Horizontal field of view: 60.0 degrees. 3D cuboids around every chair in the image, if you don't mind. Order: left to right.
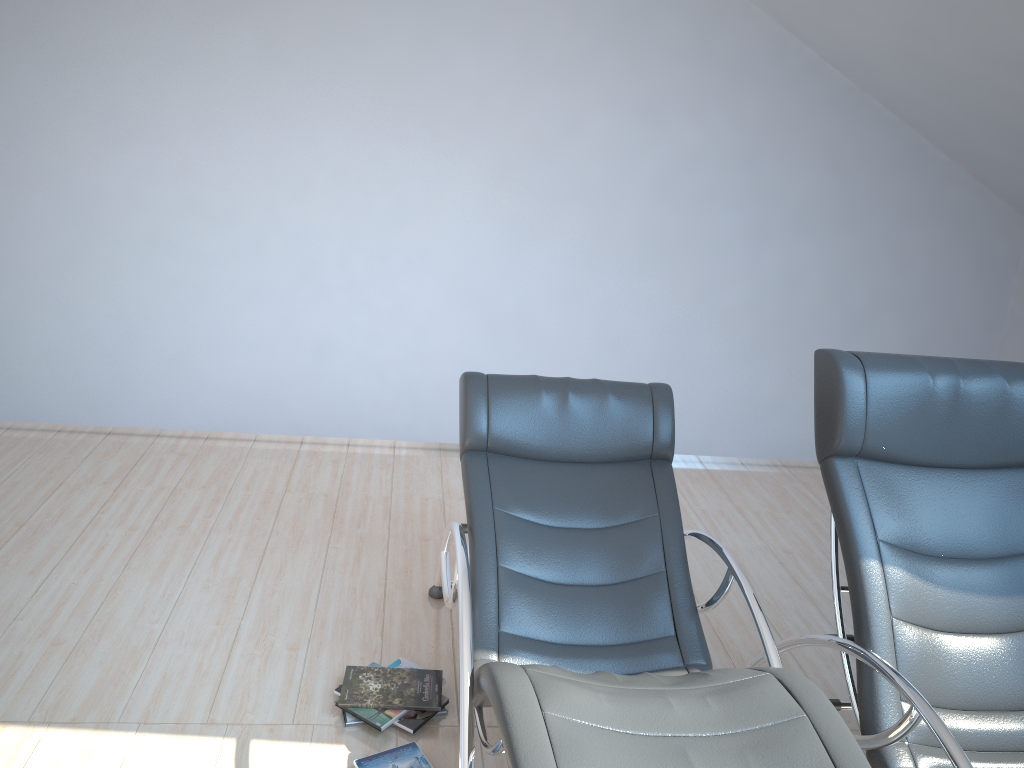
[{"bbox_3d":[0.238,0.687,2.385,0.836,0.953,2.114,3,17,-7],"label":"chair"},{"bbox_3d":[1.268,0.754,1.979,0.836,1.251,1.938,3,17,-7],"label":"chair"}]

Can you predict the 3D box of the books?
[{"bbox_3d":[0.743,1.561,0.934,1.045,0.222,4.790,-8,22,-38],"label":"books"}]
